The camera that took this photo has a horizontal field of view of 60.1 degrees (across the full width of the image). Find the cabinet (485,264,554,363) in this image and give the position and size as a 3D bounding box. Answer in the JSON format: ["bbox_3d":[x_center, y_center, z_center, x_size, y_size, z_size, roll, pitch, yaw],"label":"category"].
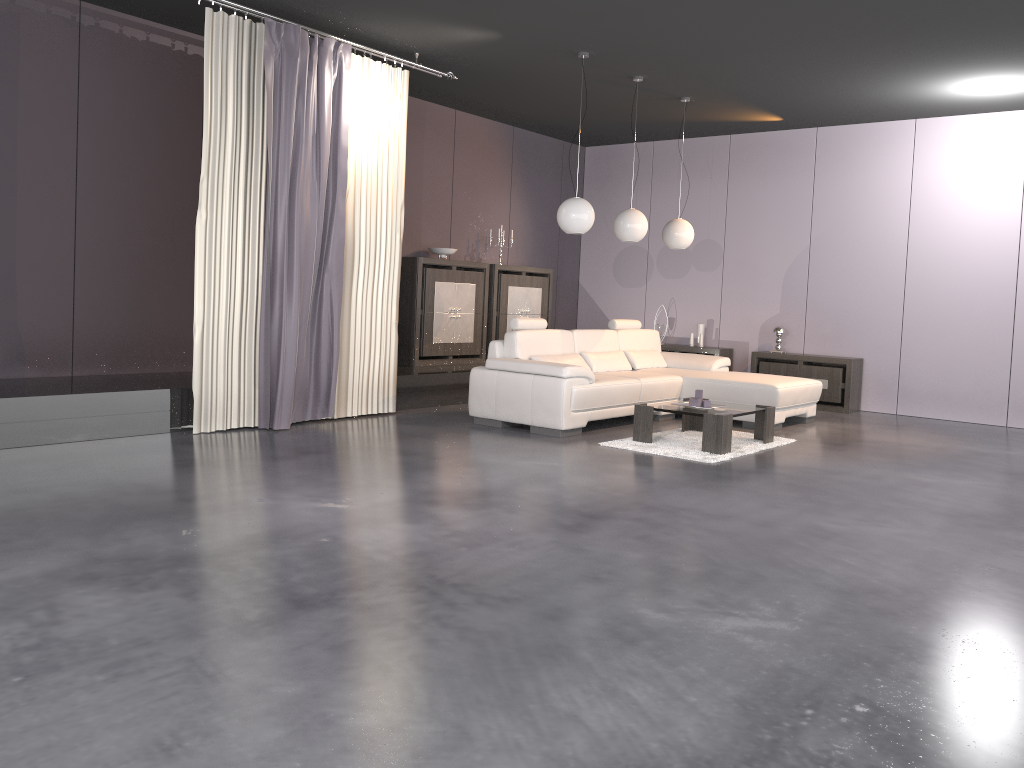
[{"bbox_3d":[0.007,-0.797,10.072,0.412,1.072,1.073,5,5,38],"label":"cabinet"}]

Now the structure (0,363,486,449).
[{"bbox_3d":[-1.908,0.072,7.310,1.002,0.299,8.779,7,7,38],"label":"structure"}]

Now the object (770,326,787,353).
[{"bbox_3d":[2.899,-0.487,9.615,0.140,0.283,0.140,5,4,38],"label":"object"}]

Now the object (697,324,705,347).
[{"bbox_3d":[2.177,-0.564,10.244,0.089,0.263,0.089,3,3,0],"label":"object"}]

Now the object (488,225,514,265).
[{"bbox_3d":[-0.125,-1.543,9.849,0.229,0.444,0.230,0,4,-34],"label":"object"}]

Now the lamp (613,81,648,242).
[{"bbox_3d":[1.074,-1.964,7.811,0.307,1.411,0.307,5,4,41],"label":"lamp"}]

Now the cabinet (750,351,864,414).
[{"bbox_3d":[3.111,-0.032,9.416,1.075,0.553,0.377,6,5,38],"label":"cabinet"}]

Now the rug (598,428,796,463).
[{"bbox_3d":[1.420,0.432,6.602,0.918,0.023,1.528,7,7,38],"label":"rug"}]

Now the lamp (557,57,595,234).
[{"bbox_3d":[0.542,-1.924,7.142,0.307,1.411,0.307,3,3,6],"label":"lamp"}]

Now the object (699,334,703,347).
[{"bbox_3d":[2.168,-0.499,10.140,0.051,0.152,0.051,4,3,17],"label":"object"}]

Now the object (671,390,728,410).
[{"bbox_3d":[1.380,0.108,6.501,0.305,0.136,0.304,7,7,43],"label":"object"}]

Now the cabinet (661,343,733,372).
[{"bbox_3d":[1.980,-0.170,10.314,1.075,0.553,0.377,6,5,38],"label":"cabinet"}]

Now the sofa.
[{"bbox_3d":[1.259,-0.094,7.607,1.873,0.856,2.864,7,7,38],"label":"sofa"}]

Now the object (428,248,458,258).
[{"bbox_3d":[-0.718,-1.338,9.153,0.308,0.116,0.310,1,5,-18],"label":"object"}]

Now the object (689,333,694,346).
[{"bbox_3d":[2.073,-0.510,10.216,0.051,0.152,0.051,4,3,17],"label":"object"}]

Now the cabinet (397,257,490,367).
[{"bbox_3d":[-0.717,-0.742,9.160,0.412,1.072,1.073,5,5,38],"label":"cabinet"}]

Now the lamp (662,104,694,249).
[{"bbox_3d":[1.625,-2.007,8.510,0.307,1.411,0.307,5,4,42],"label":"lamp"}]

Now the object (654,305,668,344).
[{"bbox_3d":[1.762,-0.707,10.478,0.124,0.464,0.108,5,4,39],"label":"object"}]

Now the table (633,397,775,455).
[{"bbox_3d":[1.442,0.295,6.601,0.702,0.270,0.906,7,7,38],"label":"table"}]

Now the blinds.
[{"bbox_3d":[-1.543,-1.182,6.434,0.249,2.989,3.291,5,5,39],"label":"blinds"}]
